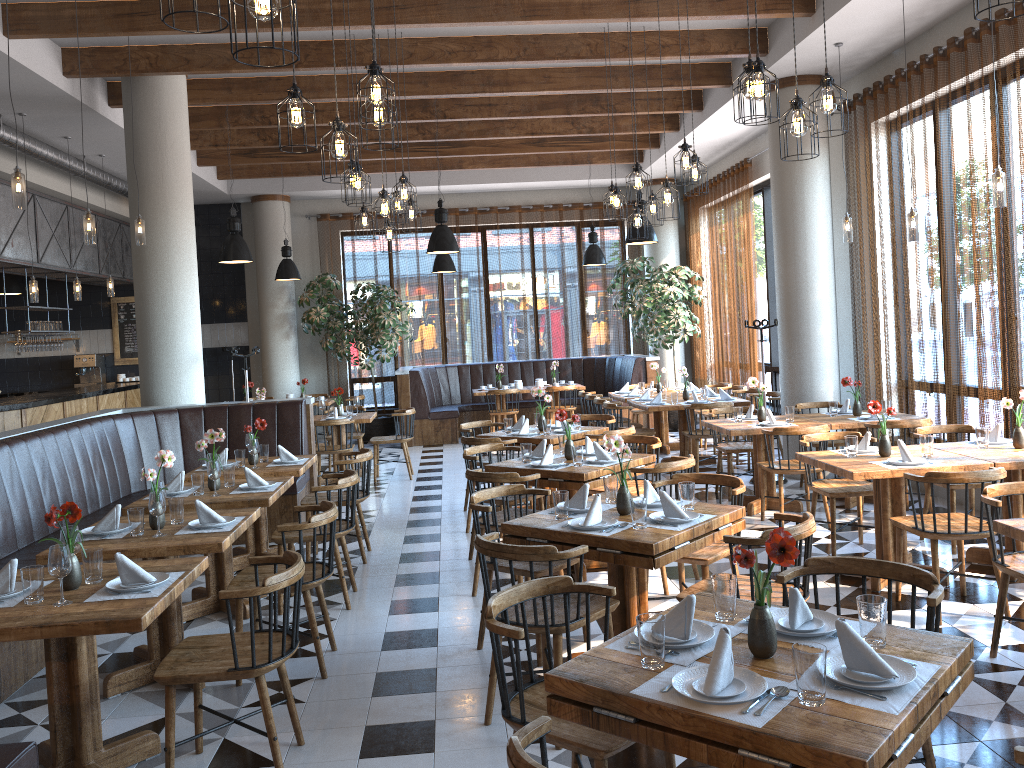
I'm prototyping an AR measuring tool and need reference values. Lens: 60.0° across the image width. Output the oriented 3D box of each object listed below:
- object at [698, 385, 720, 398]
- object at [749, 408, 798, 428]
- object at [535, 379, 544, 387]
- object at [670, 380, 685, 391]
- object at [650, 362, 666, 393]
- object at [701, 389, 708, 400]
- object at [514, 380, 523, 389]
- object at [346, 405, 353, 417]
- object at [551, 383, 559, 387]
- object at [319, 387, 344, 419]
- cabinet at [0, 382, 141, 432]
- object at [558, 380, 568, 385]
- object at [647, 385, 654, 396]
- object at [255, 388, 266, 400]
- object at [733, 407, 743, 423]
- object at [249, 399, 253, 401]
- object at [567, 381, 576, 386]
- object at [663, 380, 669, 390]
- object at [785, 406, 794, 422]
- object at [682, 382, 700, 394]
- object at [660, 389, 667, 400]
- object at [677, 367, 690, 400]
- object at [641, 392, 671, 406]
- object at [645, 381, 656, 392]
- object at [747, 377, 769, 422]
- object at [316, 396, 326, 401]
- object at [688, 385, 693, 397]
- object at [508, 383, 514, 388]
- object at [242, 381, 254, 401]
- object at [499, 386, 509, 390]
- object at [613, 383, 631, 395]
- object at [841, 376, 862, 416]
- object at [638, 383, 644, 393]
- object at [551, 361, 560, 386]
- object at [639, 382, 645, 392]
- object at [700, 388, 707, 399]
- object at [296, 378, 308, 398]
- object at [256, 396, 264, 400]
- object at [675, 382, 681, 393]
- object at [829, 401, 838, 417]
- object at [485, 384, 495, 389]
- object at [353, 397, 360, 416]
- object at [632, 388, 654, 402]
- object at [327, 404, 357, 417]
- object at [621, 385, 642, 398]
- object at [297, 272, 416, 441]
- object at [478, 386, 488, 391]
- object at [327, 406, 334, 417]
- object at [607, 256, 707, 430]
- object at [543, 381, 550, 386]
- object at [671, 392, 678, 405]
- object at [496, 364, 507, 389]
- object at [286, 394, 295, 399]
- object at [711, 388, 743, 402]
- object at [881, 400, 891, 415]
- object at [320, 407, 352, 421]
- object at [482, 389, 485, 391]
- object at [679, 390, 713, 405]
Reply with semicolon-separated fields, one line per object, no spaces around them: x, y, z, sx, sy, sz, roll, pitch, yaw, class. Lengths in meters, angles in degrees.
2.374;0.080;10.583;0.272;0.137;0.352;-3;3;-4;object
2.194;0.280;7.483;0.352;0.137;0.272;-3;3;-4;object
0.430;-0.016;13.888;0.129;0.128;0.130;-1;3;40;object
2.280;0.007;11.855;0.272;0.137;0.352;-3;3;-4;object
1.903;-0.085;11.524;0.206;0.400;0.146;-3;1;-5;object
2.190;0.125;10.051;0.080;0.132;0.080;-4;2;-19;object
0.099;0.008;13.786;0.129;0.128;0.130;-1;3;40;object
-1.905;0.321;10.401;0.080;0.132;0.080;-2;2;26;object
0.681;0.017;13.640;0.176;0.067;0.176;-4;3;-21;object
-2.119;0.219;10.426;0.295;0.355;0.166;-3;2;1;object
-6.993;0.747;11.877;3.028;1.163;6.002;-3;3;-4;cabinet
0.805;-0.021;14.148;0.175;0.067;0.176;-3;3;9;object
1.732;0.086;11.074;0.080;0.132;0.080;-4;2;-19;object
-2.933;0.242;10.392;0.206;0.400;0.146;-1;2;45;object
1.995;0.272;7.816;0.080;0.132;0.080;-4;2;-19;object
-4.002;0.272;13.542;0.175;0.067;0.176;-3;3;9;object
0.926;-0.012;13.908;0.176;0.067;0.176;-4;3;-14;object
2.092;0.011;11.983;0.080;0.132;0.080;-4;2;-19;object
2.404;0.260;7.666;0.080;0.132;0.080;-4;2;-19;object
2.325;0.042;11.246;0.272;0.137;0.352;-3;3;-4;object
1.781;0.124;10.422;0.080;0.132;0.080;-4;2;-19;object
1.981;-0.011;10.251;0.146;0.400;0.207;-3;2;1;object
1.618;0.157;9.976;0.272;0.137;0.352;-3;3;-4;object
1.874;0.024;11.922;0.352;0.137;0.272;-3;3;-4;object
2.164;0.132;7.775;0.207;0.400;0.146;-4;2;-40;object
-2.871;0.223;13.358;0.176;0.067;0.176;-4;3;-19;object
2.153;0.086;10.716;0.080;0.132;0.080;-4;2;-19;object
0.001;0.026;14.090;0.175;0.067;0.176;-3;3;6;object
-3.959;0.139;13.320;0.171;0.355;0.156;-4;2;-18;object
-0.107;0.060;13.607;0.175;0.067;0.176;-1;4;31;object
1.484;0.053;11.787;0.272;0.137;0.352;-3;3;-4;object
3.002;0.107;7.825;0.171;0.355;0.156;-3;2;19;object
1.691;0.054;11.631;0.080;0.132;0.080;-4;2;-19;object
0.680;-0.165;13.885;0.146;0.400;0.207;-3;2;1;object
1.722;0.046;11.738;0.080;0.132;0.080;-4;2;-19;object
2.214;0.112;10.240;0.080;0.132;0.080;-4;2;-19;object
-3.142;0.094;13.346;0.171;0.355;0.156;-2;2;44;object
-3.769;0.245;13.265;0.129;0.128;0.130;-1;3;40;object
2.136;0.046;11.386;0.080;0.132;0.080;-4;2;-19;object
2.860;0.223;7.880;0.080;0.132;0.080;-2;2;21;object
-0.355;0.043;14.095;0.175;0.067;0.176;0;4;41;object
-1.842;0.268;10.525;0.081;0.215;0.081;-4;2;-41;object
1.575;0.124;10.548;0.272;0.137;0.352;-3;3;-4;object
-2.059;0.307;10.719;0.352;0.137;0.272;-3;3;-4;object
1.526;0.086;11.211;0.272;0.137;0.352;-3;3;-4;object
-2.488;-0.450;14.288;1.755;2.779;1.480;-4;2;-23;object
-0.454;0.066;13.820;0.176;0.067;0.176;-4;3;-12;object
-2.148;0.327;10.509;0.080;0.132;0.080;-2;2;31;object
2.201;-0.684;14.046;1.752;2.778;1.483;-1;2;44;object
0.516;-0.008;14.178;0.175;0.067;0.176;0;4;41;object
1.797;0.162;9.789;0.080;0.132;0.080;-4;2;-19;object
-0.179;-0.118;13.864;0.146;0.400;0.206;-4;2;-37;object
-3.361;0.213;13.434;0.129;0.128;0.130;-1;3;40;object
2.416;0.113;10.011;0.272;0.137;0.352;-3;3;-4;object
3.268;0.210;7.730;0.080;0.132;0.080;-2;2;21;object
-2.029;0.337;10.194;0.352;0.137;0.272;-3;3;-4;object
-0.443;0.092;13.721;0.053;0.025;0.049;-4;3;-15;object
2.040;0.143;9.852;0.352;0.137;0.272;-3;3;-4;object
